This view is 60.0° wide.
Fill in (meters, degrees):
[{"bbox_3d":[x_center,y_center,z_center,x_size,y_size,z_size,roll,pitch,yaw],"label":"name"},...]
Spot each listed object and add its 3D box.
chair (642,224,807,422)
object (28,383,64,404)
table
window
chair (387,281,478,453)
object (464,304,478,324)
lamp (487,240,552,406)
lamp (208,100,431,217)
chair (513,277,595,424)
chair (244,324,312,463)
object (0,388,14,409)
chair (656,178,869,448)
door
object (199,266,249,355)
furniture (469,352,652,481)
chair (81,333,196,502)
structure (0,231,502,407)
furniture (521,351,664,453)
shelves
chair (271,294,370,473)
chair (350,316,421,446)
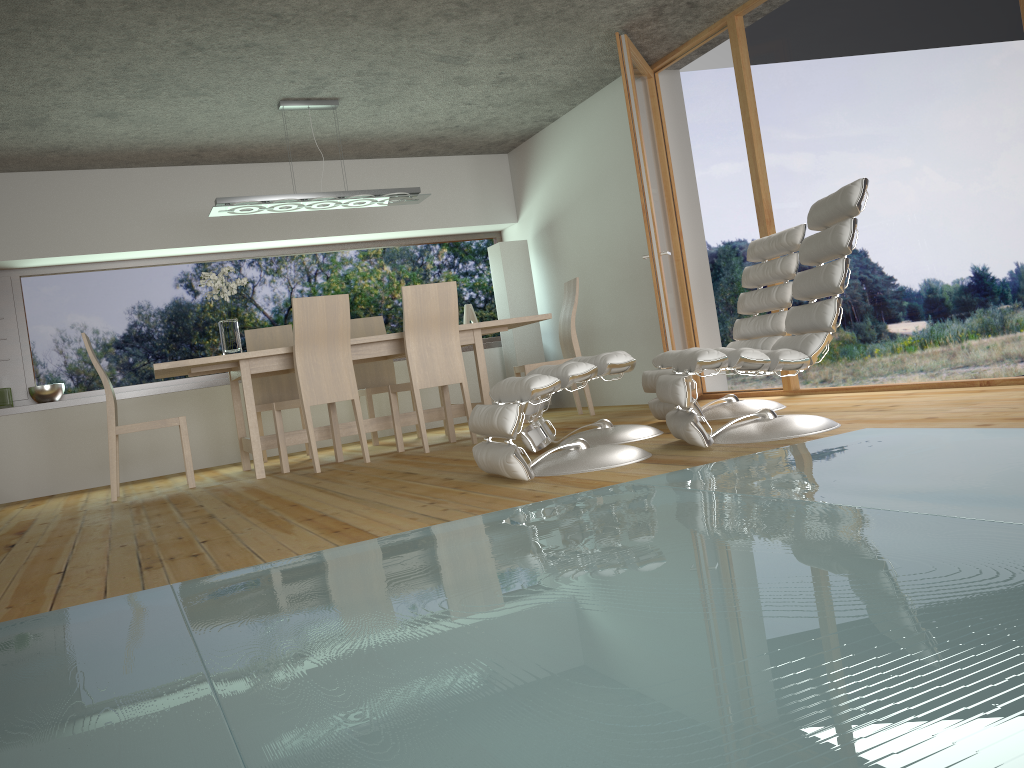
[{"bbox_3d":[1.189,-0.320,4.932,0.915,0.969,0.569,-9,0,-15],"label":"chair"},{"bbox_3d":[-3.585,0.080,6.840,0.247,0.137,0.247,-8,1,10],"label":"object"},{"bbox_3d":[-1.047,0.102,6.034,2.504,0.756,1.198,-9,1,-22],"label":"table"},{"bbox_3d":[-1.967,-0.667,7.915,4.193,0.979,0.012,-9,0,-25],"label":"window"},{"bbox_3d":[-0.535,-0.099,5.629,0.405,1.017,0.505,-8,0,-25],"label":"chair"},{"bbox_3d":[-0.383,-0.554,8.298,0.153,0.384,0.153,-8,0,-28],"label":"object"},{"bbox_3d":[0.067,-0.530,8.035,0.280,1.500,0.279,-8,-1,-25],"label":"lamp"},{"bbox_3d":[-1.354,-1.584,6.112,1.493,0.719,0.289,-9,0,-25],"label":"lamp"},{"bbox_3d":[0.284,-0.241,6.606,0.506,1.017,0.404,-8,0,-12],"label":"chair"},{"bbox_3d":[-1.740,0.064,6.569,0.405,1.017,0.505,-8,0,-14],"label":"chair"},{"bbox_3d":[-3.882,0.114,6.761,0.112,0.160,0.112,-8,0,-40],"label":"object"},{"bbox_3d":[1.049,-0.276,3.746,0.914,0.969,0.569,-9,0,0],"label":"chair"},{"bbox_3d":[1.020,-1.063,6.023,0.162,2.418,0.936,-9,0,20],"label":"door"},{"bbox_3d":[-1.846,-0.464,5.750,0.305,0.608,0.302,-8,0,-21],"label":"object"},{"bbox_3d":[0.205,0.121,3.627,0.687,0.439,0.569,-9,1,-18],"label":"furniture"},{"bbox_3d":[-2.307,0.170,5.497,0.507,1.017,0.403,-8,0,-22],"label":"chair"},{"bbox_3d":[-2.140,-0.605,7.596,4.883,1.154,0.525,-9,0,-25],"label":"structure"},{"bbox_3d":[0.394,0.075,4.498,0.685,0.439,0.570,-8,0,11],"label":"furniture"},{"bbox_3d":[-2.049,-0.068,7.571,4.878,0.054,0.403,-9,1,-25],"label":"shelves"},{"bbox_3d":[-1.189,0.004,5.388,0.405,1.017,0.505,-8,0,-36],"label":"chair"},{"bbox_3d":[-1.051,-0.049,7.046,0.405,1.017,0.505,-8,0,-26],"label":"chair"}]
